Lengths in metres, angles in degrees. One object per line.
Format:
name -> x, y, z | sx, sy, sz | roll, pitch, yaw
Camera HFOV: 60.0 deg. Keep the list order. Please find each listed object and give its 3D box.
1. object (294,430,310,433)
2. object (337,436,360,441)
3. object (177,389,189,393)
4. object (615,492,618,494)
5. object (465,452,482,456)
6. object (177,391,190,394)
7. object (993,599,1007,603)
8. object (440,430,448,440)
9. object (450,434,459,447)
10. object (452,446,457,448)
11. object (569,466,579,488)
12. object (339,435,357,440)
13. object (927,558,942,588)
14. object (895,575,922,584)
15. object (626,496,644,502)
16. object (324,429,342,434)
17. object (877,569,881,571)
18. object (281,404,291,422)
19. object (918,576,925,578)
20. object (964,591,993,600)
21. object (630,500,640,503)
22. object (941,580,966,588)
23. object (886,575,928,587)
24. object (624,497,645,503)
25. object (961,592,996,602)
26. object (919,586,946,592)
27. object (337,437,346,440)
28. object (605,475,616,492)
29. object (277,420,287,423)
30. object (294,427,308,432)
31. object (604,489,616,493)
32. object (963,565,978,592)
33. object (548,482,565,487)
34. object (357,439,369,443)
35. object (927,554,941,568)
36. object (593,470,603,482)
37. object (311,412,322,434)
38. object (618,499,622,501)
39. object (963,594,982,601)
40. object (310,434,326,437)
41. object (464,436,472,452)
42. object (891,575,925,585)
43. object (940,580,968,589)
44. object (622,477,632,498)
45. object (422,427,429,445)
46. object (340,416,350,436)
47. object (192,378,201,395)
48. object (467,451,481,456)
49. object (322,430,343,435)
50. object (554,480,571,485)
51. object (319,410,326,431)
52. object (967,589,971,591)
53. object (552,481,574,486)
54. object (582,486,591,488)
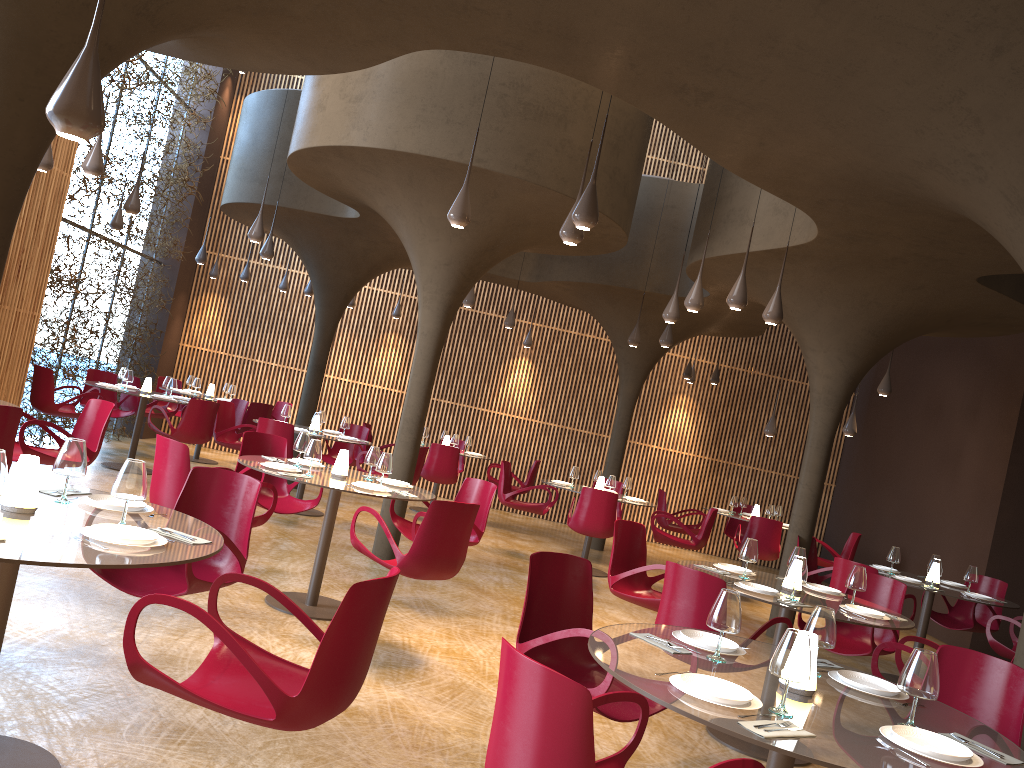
object -> -2.874, 0.620, 11.898 | 0.332, 0.014, 0.331 | 13, -2, -9
object -> -2.283, 0.763, 12.344 | 0.331, 0.014, 0.333 | 11, -2, 28
object -> -5.643, 0.119, 15.115 | 0.263, 0.029, 0.263 | 13, -2, -14
object -> 1.400, 1.586, 13.110 | 0.332, 0.014, 0.331 | 13, -2, -20
object -> -0.654, 1.215, 15.290 | 0.331, 0.014, 0.332 | 11, -2, 22
object -> -5.645, 0.128, 15.115 | 0.332, 0.014, 0.331 | 13, -2, -21
object -> 5.002, 2.242, 9.231 | 0.127, 0.017, 0.261 | 14, -2, -39
object -> -1.202, 0.968, 15.643 | 0.142, 0.295, 0.142 | 12, -1, -2
object -> -0.969, 0.994, 14.909 | 0.142, 0.295, 0.142 | 12, -1, -9
object -> -1.078, 1.131, 15.817 | 0.263, 0.029, 0.263 | 12, -2, 9
object -> 0.871, 1.310, 12.482 | 0.141, 0.295, 0.142 | 12, -1, 36
object -> -2.281, 0.753, 12.344 | 0.262, 0.029, 0.264 | 11, -2, 22
object -> 4.362, 1.954, 9.154 | 0.142, 0.295, 0.142 | 12, -1, 4
object -> 4.113, 2.032, 9.207 | 0.262, 0.029, 0.264 | 10, -3, 45
object -> 1.732, 1.628, 12.515 | 0.263, 0.029, 0.263 | 12, -2, 6
object -> -2.611, 0.702, 12.939 | 0.263, 0.029, 0.263 | 12, -2, 0
object -> 3.931, 2.030, 9.798 | 0.127, 0.017, 0.261 | 14, -2, -34
object -> -3.142, 0.436, 12.311 | 0.141, 0.295, 0.142 | 12, -1, 36
object -> 4.759, 2.220, 10.126 | 0.262, 0.017, 0.126 | 13, -2, -33
object -> 4.765, 2.168, 9.056 | 0.263, 0.029, 0.263 | 13, -2, -16
object -> 1.729, 1.638, 12.511 | 0.204, 0.012, 0.411 | 12, -2, 15
object -> 4.909, 2.226, 9.863 | 0.264, 0.029, 0.262 | 14, -3, -42
object -> 4.108, 2.042, 9.210 | 0.205, 0.012, 0.410 | 13, -2, -33
object -> 1.730, 1.638, 12.515 | 0.331, 0.014, 0.333 | 11, -2, 32
object -> 4.763, 2.177, 9.056 | 0.332, 0.014, 0.331 | 13, -2, -19
object -> 4.238, 2.067, 8.934 | 0.262, 0.017, 0.126 | 13, -2, -29
object -> -2.284, 0.764, 12.340 | 0.204, 0.012, 0.411 | 12, -2, 15
object -> 1.355, 1.406, 12.202 | 0.142, 0.295, 0.142 | 12, -1, -10
object -> -3.292, 0.540, 12.506 | 0.263, 0.029, 0.263 | 12, -2, -1
object -> -2.872, 0.610, 11.898 | 0.263, 0.029, 0.263 | 12, -2, 7
object -> 1.402, 1.577, 13.110 | 0.263, 0.029, 0.263 | 12, -2, 0
object -> 4.806, 2.055, 9.290 | 0.142, 0.295, 0.141 | 12, -1, -17
object -> 0.625, 1.401, 12.390 | 0.261, 0.017, 0.127 | 12, -2, 15
object -> -2.175, 0.803, 12.625 | 0.261, 0.017, 0.127 | 12, -2, 19
object -> 4.711, 2.055, 9.902 | 0.142, 0.295, 0.142 | 12, -1, 11
object -> 1.251, 1.409, 12.965 | 0.141, 0.295, 0.142 | 12, -1, 31
object -> -2.658, 0.531, 12.031 | 0.142, 0.295, 0.142 | 12, -1, -10
object -> 1.421, 1.560, 11.983 | 0.126, 0.017, 0.262 | 12, -2, 13
object -> 4.760, 2.178, 9.053 | 0.412, 0.012, 0.204 | 14, -3, -43
object -> -2.592, 0.685, 11.811 | 0.126, 0.017, 0.262 | 12, -2, 13
object -> -0.769, 1.056, 15.472 | 0.141, 0.295, 0.142 | 12, -1, 41
object -> 4.111, 2.041, 9.206 | 0.332, 0.014, 0.331 | 13, -2, -16
object -> 4.907, 2.236, 9.863 | 0.331, 0.014, 0.332 | 12, -2, 16
object -> 1.648, 1.487, 12.720 | 0.142, 0.295, 0.141 | 13, -1, -27
object -> -1.493, 0.887, 15.100 | 0.142, 0.295, 0.141 | 13, -1, -30
object -> -2.365, 0.612, 12.549 | 0.142, 0.295, 0.141 | 13, -1, -27
object -> -5.389, 0.044, 15.134 | 0.142, 0.295, 0.142 | 12, -1, -3
object -> -0.652, 1.206, 15.290 | 0.263, 0.029, 0.262 | 13, -2, -23
object -> -2.613, 0.711, 12.939 | 0.332, 0.014, 0.331 | 13, -2, -20
object -> 0.721, 1.415, 12.677 | 0.263, 0.029, 0.263 | 12, -2, 5
object -> -2.762, 0.534, 12.794 | 0.142, 0.295, 0.142 | 12, -1, -14
object -> 4.910, 2.238, 9.860 | 0.205, 0.012, 0.409 | 14, -2, -37
object -> 0.719, 1.424, 12.677 | 0.331, 0.014, 0.332 | 11, -2, 25
object -> 1.109, 1.533, 13.175 | 0.126, 0.017, 0.262 | 12, -2, 9
